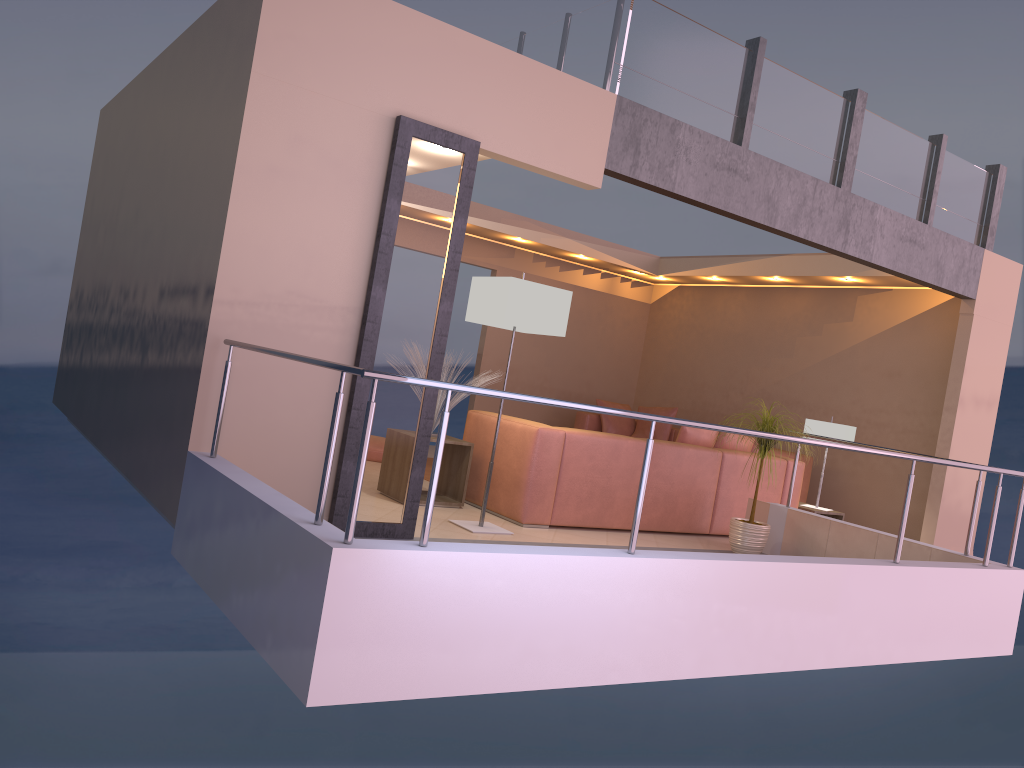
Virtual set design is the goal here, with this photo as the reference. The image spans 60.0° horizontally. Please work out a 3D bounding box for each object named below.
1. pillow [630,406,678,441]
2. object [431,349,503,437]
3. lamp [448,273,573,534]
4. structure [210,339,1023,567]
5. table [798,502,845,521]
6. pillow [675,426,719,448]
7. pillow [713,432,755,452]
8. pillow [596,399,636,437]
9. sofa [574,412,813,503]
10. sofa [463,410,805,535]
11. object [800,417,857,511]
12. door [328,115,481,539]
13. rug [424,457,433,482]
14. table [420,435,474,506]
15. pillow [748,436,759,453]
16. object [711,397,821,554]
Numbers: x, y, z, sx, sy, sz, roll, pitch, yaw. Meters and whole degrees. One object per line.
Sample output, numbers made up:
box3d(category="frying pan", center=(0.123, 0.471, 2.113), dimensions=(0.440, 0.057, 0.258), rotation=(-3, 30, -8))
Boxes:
box3d(category="pillow", center=(1.634, 0.489, 10.309), dimensions=(0.582, 0.528, 0.302), rotation=(10, 1, 39))
box3d(category="object", center=(-0.462, 0.051, 6.018), dimensions=(0.703, 0.634, 0.700), rotation=(10, 1, 12))
box3d(category="lamp", center=(-0.059, 0.100, 5.426), dimensions=(0.454, 1.578, 0.454), rotation=(9, 1, -34))
box3d(category="structure", center=(0.758, 0.415, 4.568), dimensions=(4.176, 0.541, 1.663), rotation=(9, 1, -34))
box3d(category="table", center=(2.407, 1.165, 7.855), dimensions=(0.412, 0.268, 0.918), rotation=(9, 1, -34))
box3d(category="pillow", center=(1.403, 0.522, 6.924), dimensions=(0.470, 0.468, 0.211), rotation=(9, 1, -39))
box3d(category="pillow", center=(1.727, 0.573, 7.140), dimensions=(0.255, 0.446, 0.492), rotation=(10, 1, 39))
box3d(category="pillow", center=(1.261, 0.465, 10.523), dimensions=(0.554, 0.486, 0.335), rotation=(9, 1, -38))
box3d(category="sofa", center=(1.828, 0.841, 9.684), dimensions=(0.943, 0.672, 2.781), rotation=(9, 1, -34))
box3d(category="sofa", center=(0.985, 0.729, 6.856), dimensions=(2.781, 0.672, 0.943), rotation=(9, 1, -34))
box3d(category="object", center=(2.688, 0.673, 7.628), dimensions=(0.344, 0.799, 0.344), rotation=(10, 1, 35))
box3d(category="door", center=(-0.559, -0.263, 4.637), dimensions=(0.480, 2.160, 0.056), rotation=(9, 1, -34))
box3d(category="rug", center=(0.084, 0.897, 8.362), dimensions=(2.626, 0.005, 1.833), rotation=(9, 1, -34))
box3d(category="table", center=(-0.598, 0.570, 6.096), dimensions=(0.469, 0.436, 0.415), rotation=(9, 1, -34))
box3d(category="pillow", center=(1.866, 0.599, 7.462), dimensions=(0.314, 0.455, 0.519), rotation=(9, 1, -38))
box3d(category="object", center=(1.690, 0.646, 6.052), dimensions=(0.729, 1.088, 0.703), rotation=(10, 1, 25))
